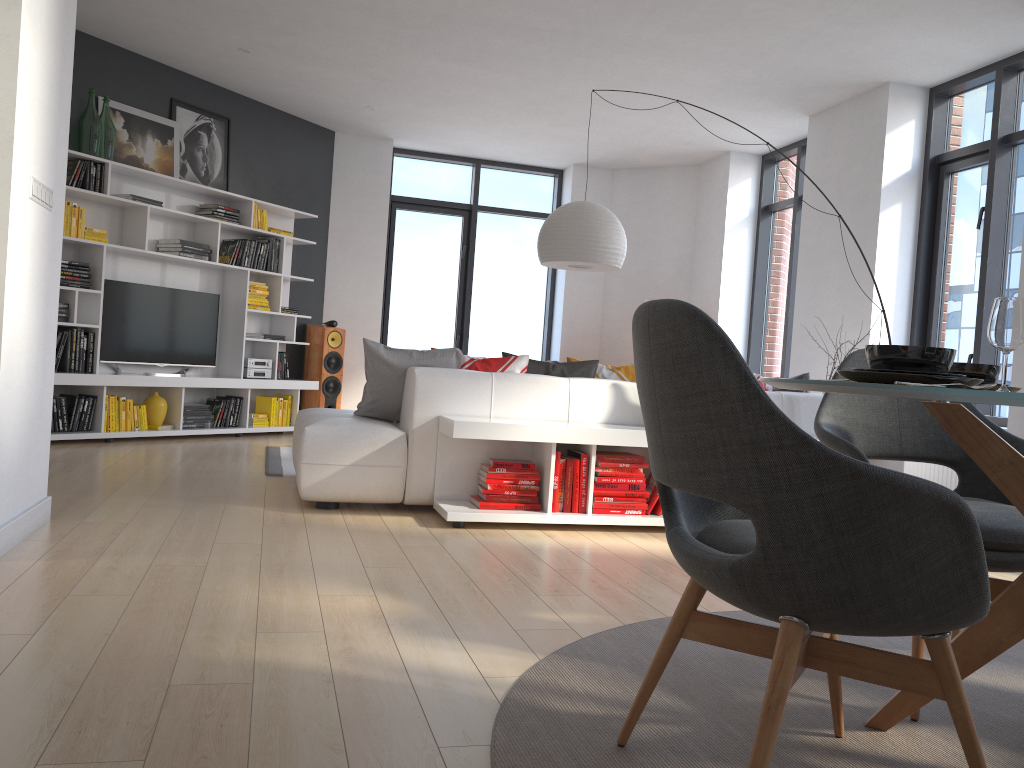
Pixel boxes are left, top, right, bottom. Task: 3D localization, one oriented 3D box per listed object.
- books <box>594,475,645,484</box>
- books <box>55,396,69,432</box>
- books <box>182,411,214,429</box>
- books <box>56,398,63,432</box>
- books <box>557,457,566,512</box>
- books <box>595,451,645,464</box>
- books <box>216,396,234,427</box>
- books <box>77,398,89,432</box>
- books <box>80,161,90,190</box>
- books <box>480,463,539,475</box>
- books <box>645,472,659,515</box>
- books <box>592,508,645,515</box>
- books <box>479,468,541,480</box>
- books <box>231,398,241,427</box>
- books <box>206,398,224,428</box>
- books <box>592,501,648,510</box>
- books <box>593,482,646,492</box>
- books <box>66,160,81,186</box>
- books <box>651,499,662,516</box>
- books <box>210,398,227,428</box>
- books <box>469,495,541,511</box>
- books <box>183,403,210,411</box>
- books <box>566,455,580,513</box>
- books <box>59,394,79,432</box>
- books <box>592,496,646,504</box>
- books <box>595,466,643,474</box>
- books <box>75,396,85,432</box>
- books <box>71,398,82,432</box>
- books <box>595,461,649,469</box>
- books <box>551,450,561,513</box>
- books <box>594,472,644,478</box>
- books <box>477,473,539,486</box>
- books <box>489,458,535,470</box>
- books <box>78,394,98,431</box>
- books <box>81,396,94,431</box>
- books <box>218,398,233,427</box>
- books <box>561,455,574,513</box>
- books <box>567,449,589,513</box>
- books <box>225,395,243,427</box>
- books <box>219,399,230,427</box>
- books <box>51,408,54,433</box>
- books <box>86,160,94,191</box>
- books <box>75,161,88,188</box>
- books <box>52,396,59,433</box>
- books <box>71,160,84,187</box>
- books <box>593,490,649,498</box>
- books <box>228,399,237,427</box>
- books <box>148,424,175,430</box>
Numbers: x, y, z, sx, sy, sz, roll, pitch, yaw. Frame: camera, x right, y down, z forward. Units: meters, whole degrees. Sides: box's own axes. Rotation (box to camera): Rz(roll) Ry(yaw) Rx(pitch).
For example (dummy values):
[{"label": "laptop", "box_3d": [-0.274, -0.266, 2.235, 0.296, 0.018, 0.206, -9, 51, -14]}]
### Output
[{"label": "books", "box_3d": [0.503, 0.467, 4.423, 0.261, 0.027, 0.191, 4, 1, -19]}, {"label": "books", "box_3d": [-3.223, 0.210, 6.275, 0.191, 0.249, 0.083, 5, 1, 30]}, {"label": "books", "box_3d": [-2.677, 0.284, 7.302, 0.277, 0.137, 0.343, 5, 1, 25]}, {"label": "books", "box_3d": [-3.238, 0.213, 6.243, 0.177, 0.242, 0.066, 5, 1, 30]}, {"label": "books", "box_3d": [0.214, 0.486, 4.350, 0.031, 0.255, 0.181, 4, 1, -15]}, {"label": "books", "box_3d": [0.501, 0.363, 4.424, 0.259, 0.034, 0.206, 4, 1, -18]}, {"label": "books", "box_3d": [-2.477, 0.235, 7.592, 0.192, 0.254, 0.075, 5, 1, 29]}, {"label": "books", "box_3d": [-3.151, 0.215, 6.410, 0.179, 0.243, 0.071, 5, 1, 29]}, {"label": "books", "box_3d": [-3.111, -1.496, 6.409, 0.156, 0.221, 0.021, 5, 1, 30]}, {"label": "books", "box_3d": [-0.014, 0.415, 4.334, 0.254, 0.025, 0.178, 4, 1, -16]}, {"label": "books", "box_3d": [0.711, 0.523, 4.466, 0.144, 0.247, 0.188, 4, 1, -15]}, {"label": "books", "box_3d": [0.498, 0.619, 4.420, 0.274, 0.029, 0.200, 4, 1, -15]}, {"label": "books", "box_3d": [-0.013, 0.441, 4.332, 0.269, 0.028, 0.179, 4, 1, -14]}, {"label": "books", "box_3d": [-2.444, 0.239, 7.647, 0.191, 0.249, 0.084, 5, 1, 30]}, {"label": "books", "box_3d": [-2.535, 0.243, 7.484, 0.182, 0.234, 0.104, 5, 1, 30]}, {"label": "books", "box_3d": [0.507, 0.591, 4.403, 0.282, 0.030, 0.188, 4, 1, -14]}, {"label": "books", "box_3d": [0.499, 0.500, 4.440, 0.279, 0.039, 0.206, 4, 1, -14]}, {"label": "books", "box_3d": [-3.170, -1.496, 6.317, 0.166, 0.213, 0.096, 5, 1, 28]}, {"label": "books", "box_3d": [0.753, 0.526, 4.470, 0.115, 0.245, 0.192, 4, 1, -15]}, {"label": "books", "box_3d": [-2.523, 0.245, 7.516, 0.187, 0.234, 0.096, 5, 1, 30]}, {"label": "books", "box_3d": [-0.037, 0.581, 4.325, 0.301, 0.032, 0.227, 4, 1, -15]}, {"label": "books", "box_3d": [-2.693, 0.190, 7.306, 0.250, 0.047, 0.310, 5, 1, 25]}, {"label": "books", "box_3d": [0.286, 0.489, 4.360, 0.042, 0.259, 0.195, 4, 1, -15]}, {"label": "books", "box_3d": [-3.200, 0.205, 6.355, 0.197, 0.260, 0.066, 5, 1, 30]}, {"label": "books", "box_3d": [0.507, 0.564, 4.406, 0.266, 0.026, 0.187, 4, 1, -16]}, {"label": "books", "box_3d": [0.497, 0.418, 4.423, 0.257, 0.025, 0.182, 4, 1, -15]}, {"label": "books", "box_3d": [-3.175, 0.209, 6.394, 0.192, 0.254, 0.075, 5, 1, 29]}, {"label": "books", "box_3d": [-3.166, 0.217, 6.360, 0.172, 0.242, 0.069, 5, 1, 31]}, {"label": "books", "box_3d": [0.519, 0.394, 4.421, 0.266, 0.026, 0.187, 4, 1, -21]}, {"label": "books", "box_3d": [0.182, 0.467, 4.338, 0.036, 0.294, 0.208, 4, 1, -15]}, {"label": "books", "box_3d": [0.515, 0.443, 4.420, 0.236, 0.023, 0.178, 4, 1, -15]}, {"label": "books", "box_3d": [-0.022, 0.468, 4.348, 0.261, 0.028, 0.191, 4, 1, -15]}, {"label": "books", "box_3d": [-0.002, 0.390, 4.327, 0.206, 0.029, 0.152, 4, 1, -9]}, {"label": "books", "box_3d": [-3.125, 0.208, 6.478, 0.197, 0.260, 0.066, 5, 1, 30]}, {"label": "books", "box_3d": [-3.142, 0.212, 6.449, 0.191, 0.249, 0.084, 5, 1, 30]}, {"label": "books", "box_3d": [-2.467, 0.244, 7.560, 0.172, 0.242, 0.069, 5, 1, 31]}, {"label": "books", "box_3d": [0.246, 0.487, 4.360, 0.034, 0.259, 0.207, 4, 1, -15]}, {"label": "books", "box_3d": [0.319, 0.476, 4.374, 0.049, 0.291, 0.214, 4, 1, -15]}, {"label": "books", "box_3d": [-2.428, 0.235, 7.677, 0.197, 0.260, 0.066, 5, 1, 30]}, {"label": "books", "box_3d": [-2.495, 0.246, 7.536, 0.169, 0.233, 0.081, 5, 1, 29]}, {"label": "books", "box_3d": [-3.264, 0.212, 6.190, 0.169, 0.242, 0.050, 5, 1, 29]}, {"label": "books", "box_3d": [-3.103, -1.501, 6.433, 0.176, 0.232, 0.025, 5, 1, 30]}, {"label": "books", "box_3d": [-3.134, -1.494, 6.367, 0.154, 0.212, 0.074, 5, 1, 29]}, {"label": "books", "box_3d": [-3.259, 0.207, 6.221, 0.193, 0.255, 0.066, 5, 1, 29]}, {"label": "books", "box_3d": [-3.160, -1.495, 6.348, 0.171, 0.214, 0.087, 5, 1, 30]}, {"label": "books", "box_3d": [0.503, 0.535, 4.441, 0.301, 0.032, 0.227, 4, 1, -15]}, {"label": "books", "box_3d": [-2.459, 0.243, 7.613, 0.179, 0.243, 0.068, 5, 1, 29]}, {"label": "books", "box_3d": [-2.841, 0.333, 6.994, 0.270, 0.029, 0.204, 4, 1, 15]}]
